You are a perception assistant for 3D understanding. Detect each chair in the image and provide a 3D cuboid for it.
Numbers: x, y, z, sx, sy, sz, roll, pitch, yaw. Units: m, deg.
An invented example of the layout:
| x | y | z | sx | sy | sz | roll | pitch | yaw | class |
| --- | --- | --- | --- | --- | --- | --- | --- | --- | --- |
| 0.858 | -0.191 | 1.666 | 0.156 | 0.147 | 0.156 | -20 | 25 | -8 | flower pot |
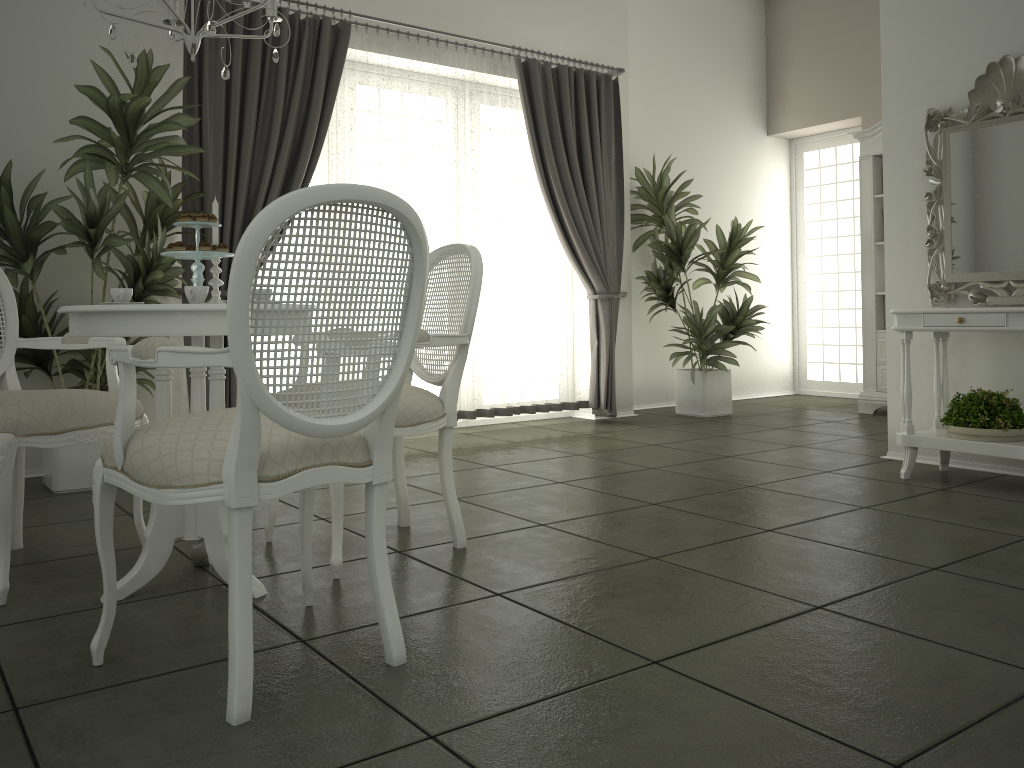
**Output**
| x | y | z | sx | sy | sz | roll | pitch | yaw | class |
| --- | --- | --- | --- | --- | --- | --- | --- | --- | --- |
| -0.543 | 0.109 | 2.021 | 0.690 | 1.065 | 0.595 | 0 | 1 | 44 | chair |
| -0.459 | 0.028 | 3.085 | 0.690 | 1.065 | 0.595 | -1 | 0 | -36 | chair |
| -1.615 | 0.060 | 2.826 | 0.690 | 1.065 | 0.595 | 0 | 0 | 19 | chair |

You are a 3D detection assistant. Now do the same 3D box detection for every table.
| x | y | z | sx | sy | sz | roll | pitch | yaw | class |
| --- | --- | --- | --- | --- | --- | --- | --- | --- | --- |
| -0.943 | 0.182 | 2.637 | 0.741 | 0.831 | 0.740 | -2 | 2 | -39 | table |
| 2.170 | 0.053 | 4.057 | 0.433 | 0.806 | 0.698 | -1 | 1 | -36 | table |

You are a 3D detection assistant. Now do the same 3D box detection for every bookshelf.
| x | y | z | sx | sy | sz | roll | pitch | yaw | class |
| --- | --- | --- | --- | --- | --- | --- | --- | --- | --- |
| 3.263 | -0.930 | 6.712 | 0.625 | 2.347 | 1.149 | 0 | 0 | -36 | bookshelf |

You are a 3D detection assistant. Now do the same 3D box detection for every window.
| x | y | z | sx | sy | sz | roll | pitch | yaw | class |
| --- | --- | --- | --- | --- | --- | --- | --- | --- | --- |
| 3.064 | -1.126 | 8.284 | 0.058 | 2.504 | 0.999 | 0 | -1 | -36 | window |

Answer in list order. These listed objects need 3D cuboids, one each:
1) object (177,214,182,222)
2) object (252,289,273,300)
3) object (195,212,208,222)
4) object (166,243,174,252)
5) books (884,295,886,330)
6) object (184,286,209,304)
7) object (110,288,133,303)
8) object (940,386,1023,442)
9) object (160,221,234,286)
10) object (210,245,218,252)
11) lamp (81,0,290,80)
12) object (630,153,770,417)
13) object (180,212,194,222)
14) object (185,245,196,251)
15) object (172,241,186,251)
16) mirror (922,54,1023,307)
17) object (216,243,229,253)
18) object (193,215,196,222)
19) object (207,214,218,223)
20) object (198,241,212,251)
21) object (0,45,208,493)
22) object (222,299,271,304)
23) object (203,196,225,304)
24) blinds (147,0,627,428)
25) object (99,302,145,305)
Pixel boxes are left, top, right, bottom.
| x | y | z | sx | sy | sz | roll | pitch | yaw | class |
| --- | --- | --- | --- | --- | --- | --- | --- | --- | --- |
| -0.993 | -0.499 | 2.669 | 0.039 | 0.032 | 0.039 | 1 | 3 | 40 | object |
| -0.796 | -0.279 | 2.824 | 0.062 | 0.049 | 0.078 | -1 | 3 | -3 | object |
| -0.928 | -0.497 | 2.640 | 0.039 | 0.032 | 0.039 | -1 | 2 | -15 | object |
| -1.024 | -0.409 | 2.664 | 0.039 | 0.032 | 0.039 | 0 | 2 | 15 | object |
| 2.999 | -0.569 | 6.976 | 0.168 | 0.278 | 0.028 | -1 | -1 | -36 | books |
| -0.855 | -0.240 | 2.394 | 0.062 | 0.049 | 0.078 | -2 | 3 | -26 | object |
| -1.166 | -0.262 | 2.649 | 0.078 | 0.049 | 0.062 | 1 | 3 | 34 | object |
| 2.178 | 0.127 | 4.061 | 0.374 | 0.232 | 0.346 | -3 | 4 | -40 | object |
| -0.951 | -0.360 | 2.670 | 0.210 | 0.249 | 0.211 | -1 | 1 | -3 | object |
| -0.922 | -0.416 | 2.739 | 0.039 | 0.032 | 0.039 | -1 | 2 | -15 | object |
| -0.955 | -2.189 | 2.684 | 0.593 | 2.441 | 0.592 | -1 | -1 | 32 | lamp |
| 1.508 | -0.813 | 7.045 | 1.162 | 2.099 | 1.039 | -1 | 0 | -18 | object |
| -0.969 | -0.496 | 2.636 | 0.039 | 0.032 | 0.039 | -1 | 2 | -5 | object |
| -0.995 | -0.415 | 2.731 | 0.039 | 0.032 | 0.039 | 0 | 2 | 5 | object |
| -0.981 | -0.405 | 2.604 | 0.039 | 0.032 | 0.039 | 0 | 2 | 15 | object |
| 2.385 | -0.981 | 4.248 | 0.082 | 1.210 | 0.837 | 0 | 0 | -36 | mirror |
| -0.878 | -0.412 | 2.679 | 0.039 | 0.032 | 0.039 | 0 | 2 | 15 | object |
| -0.977 | -0.502 | 2.706 | 0.039 | 0.032 | 0.039 | -1 | 2 | -15 | object |
| -0.911 | -0.500 | 2.678 | 0.039 | 0.032 | 0.039 | -2 | 3 | -30 | object |
| -0.908 | -0.407 | 2.612 | 0.039 | 0.032 | 0.039 | 0 | 2 | 20 | object |
| -2.070 | -0.560 | 4.235 | 1.162 | 2.099 | 1.039 | -1 | 0 | -18 | object |
| -0.754 | -0.232 | 2.507 | 0.119 | 0.016 | 0.119 | 3 | 6 | 44 | object |
| -0.966 | -0.433 | 2.878 | 0.087 | 0.365 | 0.088 | -1 | -1 | 31 | object |
| -0.579 | -0.953 | 5.850 | 3.663 | 2.606 | 0.659 | -2 | 0 | -36 | blinds |
| -1.173 | -0.238 | 2.653 | 0.119 | 0.016 | 0.119 | -4 | 5 | -36 | object |
